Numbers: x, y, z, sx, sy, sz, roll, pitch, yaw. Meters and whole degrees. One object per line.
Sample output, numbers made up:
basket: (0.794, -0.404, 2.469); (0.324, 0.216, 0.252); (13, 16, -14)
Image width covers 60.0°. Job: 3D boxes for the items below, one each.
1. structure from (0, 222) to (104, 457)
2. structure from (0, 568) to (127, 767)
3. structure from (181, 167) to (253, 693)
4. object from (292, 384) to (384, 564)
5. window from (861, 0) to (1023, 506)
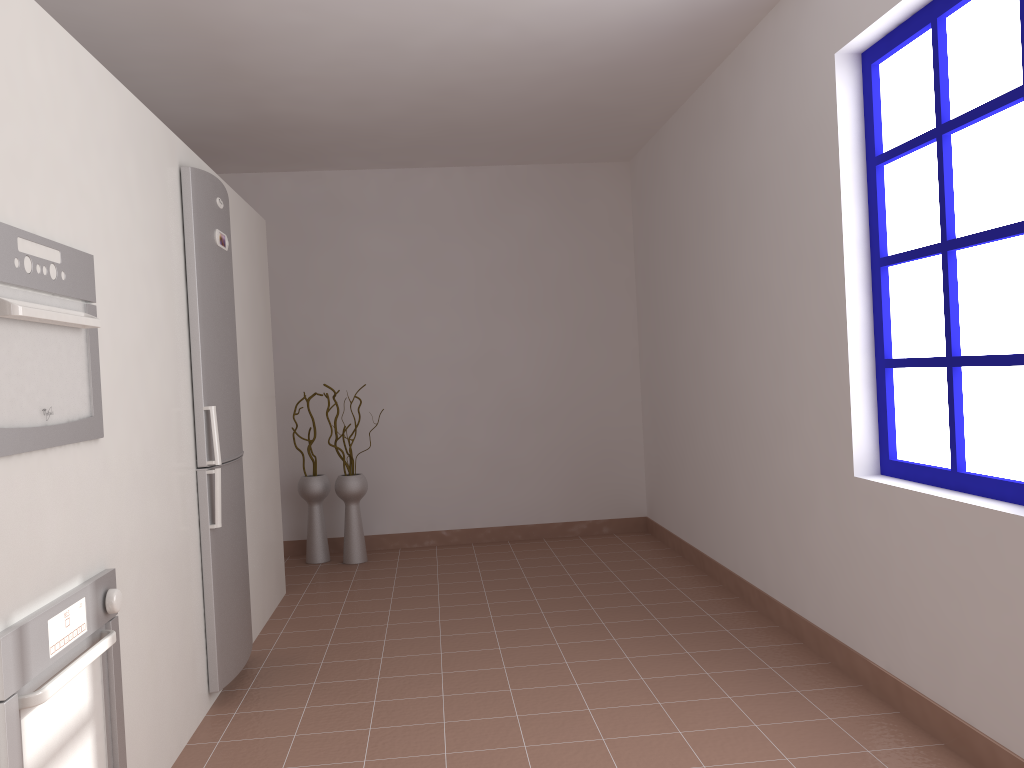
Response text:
structure: (-0.983, -0.091, 1.903); (0.056, 0.454, 0.614); (-3, 1, -5)
structure: (-0.945, 0.756, 1.917); (0.058, 0.592, 0.596); (-3, 1, -5)
structure: (-1.098, 0.151, 3.383); (0.089, 1.862, 0.604); (-3, 1, -5)
object: (-1.030, 0.548, 5.466); (0.655, 1.112, 0.284); (-3, 1, 14)
window: (1.316, -0.398, 2.169); (0.035, 1.430, 1.699); (-3, 1, -5)
